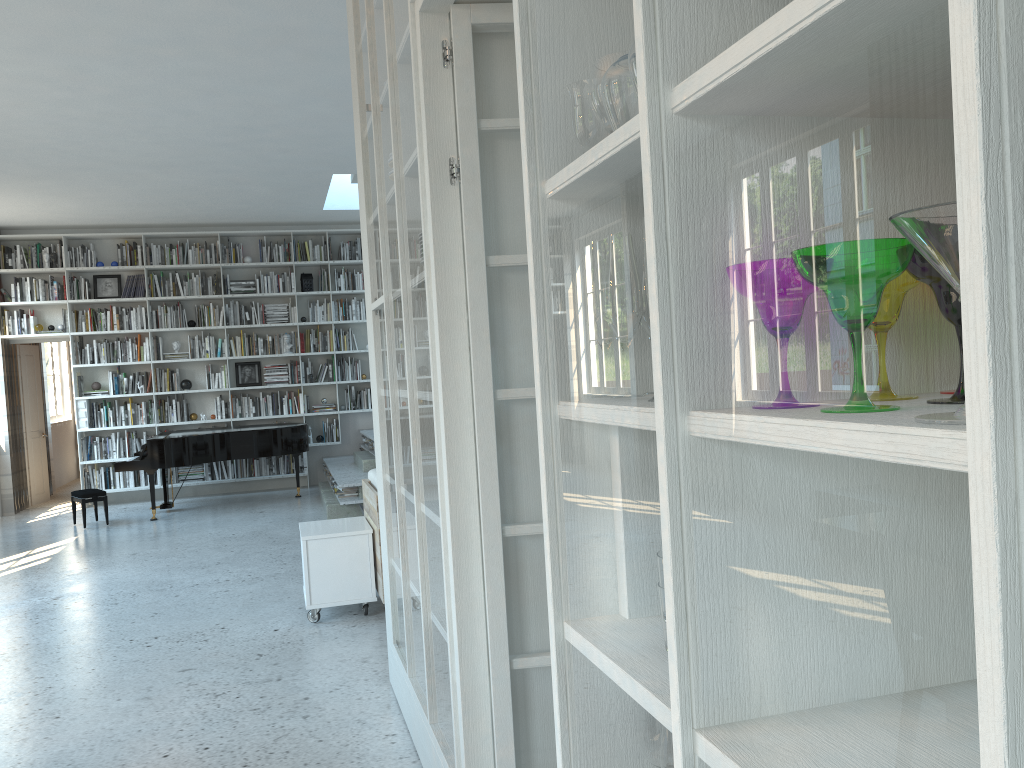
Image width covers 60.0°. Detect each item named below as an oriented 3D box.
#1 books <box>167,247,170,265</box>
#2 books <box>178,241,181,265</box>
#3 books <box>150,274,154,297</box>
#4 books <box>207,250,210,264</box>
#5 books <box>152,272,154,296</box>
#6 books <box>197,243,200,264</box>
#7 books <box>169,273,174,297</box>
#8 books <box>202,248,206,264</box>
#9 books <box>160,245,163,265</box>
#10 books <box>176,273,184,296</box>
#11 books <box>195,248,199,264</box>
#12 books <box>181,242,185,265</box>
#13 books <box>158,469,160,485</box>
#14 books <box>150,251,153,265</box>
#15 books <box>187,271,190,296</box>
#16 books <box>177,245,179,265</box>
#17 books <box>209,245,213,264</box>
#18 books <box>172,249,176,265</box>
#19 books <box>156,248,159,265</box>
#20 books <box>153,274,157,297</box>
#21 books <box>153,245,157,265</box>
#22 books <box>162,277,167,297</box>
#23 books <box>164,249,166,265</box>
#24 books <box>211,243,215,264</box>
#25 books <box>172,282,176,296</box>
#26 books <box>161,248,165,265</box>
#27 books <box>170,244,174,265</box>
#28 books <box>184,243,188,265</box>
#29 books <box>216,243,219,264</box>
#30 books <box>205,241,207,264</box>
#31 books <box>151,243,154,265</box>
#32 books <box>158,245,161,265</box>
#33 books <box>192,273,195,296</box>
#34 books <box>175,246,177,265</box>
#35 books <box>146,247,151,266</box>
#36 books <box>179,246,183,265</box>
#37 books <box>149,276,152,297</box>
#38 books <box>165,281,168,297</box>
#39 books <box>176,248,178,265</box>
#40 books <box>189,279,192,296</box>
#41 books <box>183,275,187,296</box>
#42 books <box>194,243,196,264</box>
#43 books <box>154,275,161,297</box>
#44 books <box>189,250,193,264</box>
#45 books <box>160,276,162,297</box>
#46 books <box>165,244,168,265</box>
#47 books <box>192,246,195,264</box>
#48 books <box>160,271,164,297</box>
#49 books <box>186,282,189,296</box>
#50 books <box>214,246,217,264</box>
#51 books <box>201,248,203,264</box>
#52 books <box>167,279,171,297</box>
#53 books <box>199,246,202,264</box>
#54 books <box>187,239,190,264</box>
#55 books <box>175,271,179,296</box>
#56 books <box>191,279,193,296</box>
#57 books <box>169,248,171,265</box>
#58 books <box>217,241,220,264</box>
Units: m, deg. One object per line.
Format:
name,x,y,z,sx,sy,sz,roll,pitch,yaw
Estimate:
books,-4.071,-1.501,10.523,0.025,0.235,0.129,-4,2,-15
books,-3.945,-1.540,10.529,0.010,0.299,0.151,-4,2,-15
books,-4.238,-1.146,10.461,0.013,0.283,0.158,-4,2,-15
books,-3.626,-1.504,10.609,0.031,0.185,0.176,-4,2,-15
books,-4.232,-1.159,10.484,0.014,0.309,0.130,-4,2,-15
books,-3.730,-1.538,10.577,0.014,0.266,0.192,-4,2,-15
books,-4.031,-1.164,10.513,0.023,0.293,0.155,-4,2,-15
books,-3.673,-1.508,10.584,0.026,0.200,0.187,-4,2,-15
books,-4.133,-1.504,10.477,0.012,0.250,0.174,-4,2,-15
books,-3.936,-1.166,10.530,0.075,0.285,0.178,-4,2,-15
books,-3.756,-1.510,10.599,0.029,0.213,0.141,-4,2,-15
books,-3.905,-1.532,10.537,0.013,0.276,0.164,-4,2,-15
books,-4.157,1.071,10.490,0.017,0.233,0.212,-4,2,-15
books,-4.248,-1.463,10.463,0.024,0.183,0.133,-4,2,-15
books,-3.844,-1.183,10.563,0.012,0.308,0.145,-4,2,-15
books,-3.954,-1.516,10.525,0.013,0.251,0.183,-4,2,-15
books,-3.603,-1.531,10.625,0.026,0.237,0.149,-4,2,-15
books,-4.000,-1.488,10.524,0.030,0.201,0.152,-4,2,-15
books,-4.172,-1.486,10.468,0.023,0.220,0.181,-4,2,-15
books,-4.214,-1.149,10.466,0.010,0.287,0.148,-4,2,-15
books,-4.201,-1.502,10.465,0.031,0.255,0.145,-4,2,-15
books,-4.104,-1.133,10.487,0.031,0.242,0.181,-4,2,-15
books,-4.091,-1.485,10.489,0.014,0.207,0.166,-4,2,-15
books,-3.579,-1.545,10.640,0.029,0.261,0.151,-4,2,-15
books,-4.003,-1.110,10.531,0.034,0.180,0.160,-4,2,-15
books,-4.109,-1.484,10.471,0.029,0.208,0.178,-4,2,-15
books,-4.032,-1.520,10.524,0.028,0.268,0.151,-4,2,-15
books,-3.873,-1.532,10.543,0.052,0.273,0.172,-4,2,-15
books,-3.530,-1.551,10.639,0.014,0.267,0.171,-4,2,-15
books,-3.651,-1.553,10.608,0.013,0.285,0.159,-4,2,-15
books,-4.232,-1.512,10.476,0.021,0.279,0.140,-4,2,-15
books,-4.152,-1.503,10.477,0.023,0.251,0.170,-4,2,-15
books,-3.796,-1.176,10.589,0.026,0.286,0.137,-4,2,-15
books,-3.979,-1.506,10.525,0.013,0.234,0.154,-4,2,-15
books,-4.272,-1.488,10.440,0.029,0.237,0.156,-4,2,-15
books,-3.927,-1.510,10.547,0.029,0.235,0.130,-4,2,-15
books,-4.251,-1.131,10.443,0.023,0.256,0.174,-4,2,-15
books,-4.081,-1.115,10.508,0.024,0.201,0.153,-4,2,-15
books,-3.965,-1.497,10.522,0.011,0.216,0.160,-4,2,-15
books,-3.831,-1.137,10.594,0.024,0.212,0.128,-4,2,-15
books,-3.890,-1.159,10.559,0.027,0.265,0.168,-4,2,-15
books,-3.776,-1.536,10.584,0.014,0.269,0.156,-4,2,-15
books,-4.178,-1.145,10.482,0.067,0.274,0.168,-4,2,-15
books,-3.818,-1.494,10.564,0.031,0.190,0.181,-4,2,-15
books,-4.138,-1.140,10.485,0.011,0.260,0.157,-4,2,-15
books,-4.082,-1.514,10.494,0.010,0.264,0.160,-4,2,-15
books,-3.794,-1.519,10.579,0.026,0.236,0.134,-4,2,-15
books,-4.127,-1.169,10.479,0.012,0.315,0.171,-4,2,-15
books,-3.860,-1.118,10.560,0.028,0.180,0.168,-4,2,-15
books,-3.546,-1.529,10.627,0.026,0.225,0.172,-4,2,-15
books,-3.693,-1.510,10.582,0.013,0.207,0.178,-4,2,-15
books,-4.054,-1.125,10.507,0.029,0.219,0.157,-4,2,-15
books,-3.713,-1.520,10.589,0.021,0.229,0.161,-4,2,-15
books,-3.846,-1.555,10.563,0.014,0.315,0.166,-4,2,-15
books,-3.986,-1.178,10.543,0.013,0.315,0.135,-4,2,-15
books,-3.807,-1.136,10.573,0.010,0.208,0.173,-4,2,-15
books,-4.050,-1.492,10.521,0.012,0.216,0.150,-4,2,-15
books,-3.510,-1.563,10.640,0.026,0.288,0.176,-4,2,-15
